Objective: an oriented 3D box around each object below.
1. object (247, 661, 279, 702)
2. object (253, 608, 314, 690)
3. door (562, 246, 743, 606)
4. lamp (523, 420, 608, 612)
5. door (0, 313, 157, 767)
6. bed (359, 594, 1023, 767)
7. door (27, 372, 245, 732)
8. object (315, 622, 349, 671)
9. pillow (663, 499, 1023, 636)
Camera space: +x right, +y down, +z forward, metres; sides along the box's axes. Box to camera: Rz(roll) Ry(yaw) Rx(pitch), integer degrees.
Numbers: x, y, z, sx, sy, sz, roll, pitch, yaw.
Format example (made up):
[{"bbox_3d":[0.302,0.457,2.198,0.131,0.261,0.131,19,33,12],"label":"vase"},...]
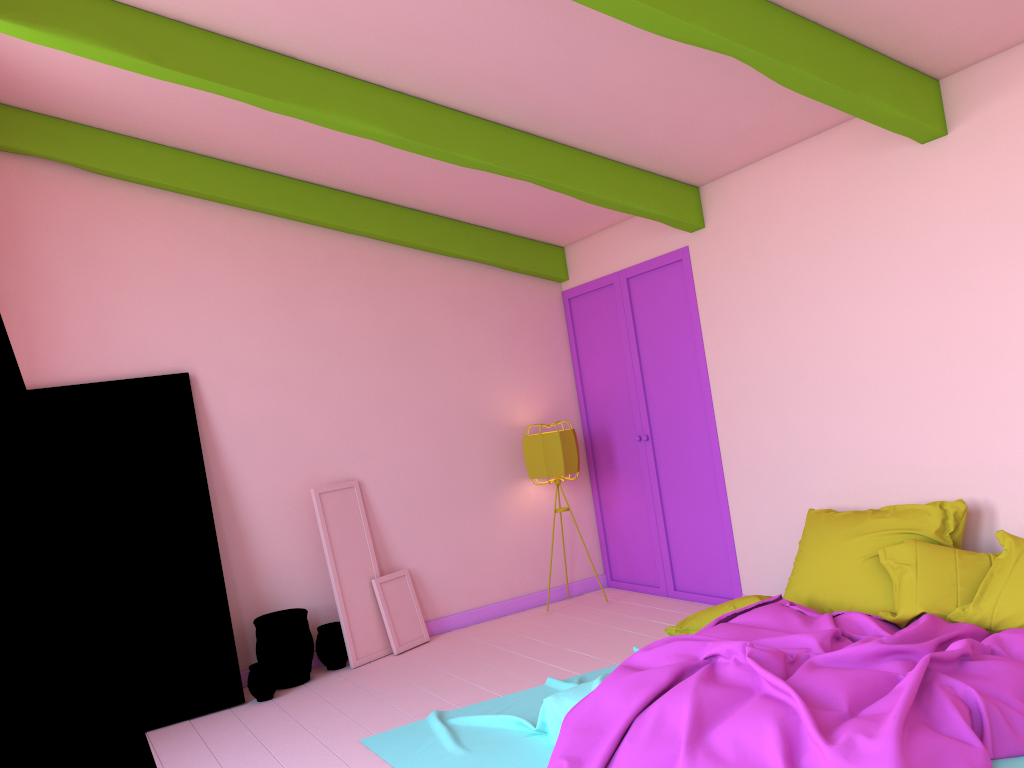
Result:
[{"bbox_3d":[-1.614,1.930,5.744,0.199,0.234,0.199,-9,-2,28],"label":"object"},{"bbox_3d":[-1.546,1.805,6.046,0.386,0.471,0.386,-9,-2,13],"label":"object"},{"bbox_3d":[1.034,0.394,6.925,0.108,2.590,1.679,-8,-2,-29],"label":"door"},{"bbox_3d":[0.409,1.032,7.134,0.491,1.466,0.476,-9,-1,1],"label":"lamp"},{"bbox_3d":[-0.531,0.610,1.105,0.449,2.210,1.154,-8,-2,-19],"label":"door"},{"bbox_3d":[1.178,1.304,3.802,2.800,0.513,3.580,-7,-2,-29],"label":"bed"},{"bbox_3d":[-2.473,1.059,5.633,1.152,2.210,0.450,-8,-2,-29],"label":"door"},{"bbox_3d":[-1.263,1.859,6.281,0.260,0.306,0.260,-9,-2,3],"label":"object"},{"bbox_3d":[1.973,1.046,4.561,0.848,0.822,2.620,-7,-2,-39],"label":"pillow"}]
